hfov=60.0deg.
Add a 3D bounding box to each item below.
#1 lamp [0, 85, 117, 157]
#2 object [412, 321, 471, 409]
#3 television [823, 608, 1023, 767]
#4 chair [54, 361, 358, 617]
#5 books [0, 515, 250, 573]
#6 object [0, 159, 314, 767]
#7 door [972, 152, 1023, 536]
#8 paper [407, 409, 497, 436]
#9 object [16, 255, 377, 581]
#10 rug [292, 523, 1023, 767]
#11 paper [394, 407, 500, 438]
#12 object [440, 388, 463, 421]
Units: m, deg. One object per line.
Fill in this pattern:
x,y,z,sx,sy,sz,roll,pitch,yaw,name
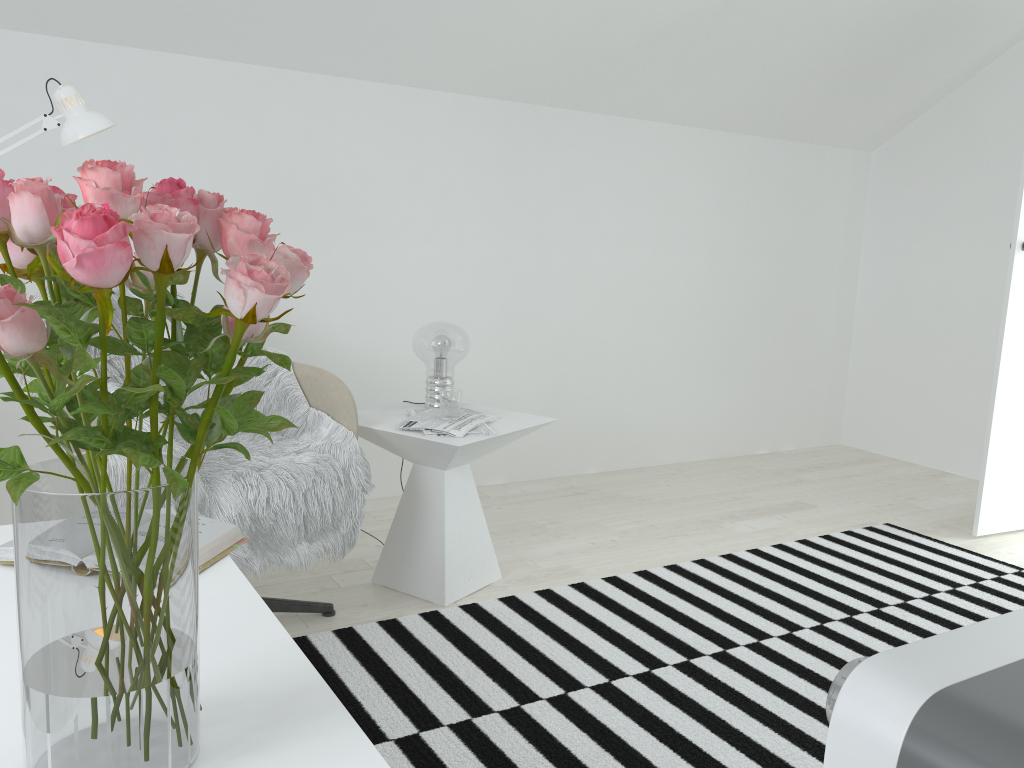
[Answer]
-1.213,-0.022,2.117,0.527,1.373,0.196,-2,10,-27,lamp
-0.227,-0.060,2.819,0.185,0.279,0.185,-4,11,-37,object
0.395,0.339,0.487,0.414,0.374,0.273,-3,11,-31,television
-0.879,0.171,2.380,0.776,0.941,0.719,9,11,33,chair
-0.652,0.261,1.484,0.342,0.040,0.231,4,9,10,books
-0.369,0.089,0.874,0.327,0.599,0.350,1,9,-11,object
2.602,-0.396,3.402,1.397,2.055,0.688,5,10,17,door
-0.183,0.110,2.608,0.205,0.015,0.312,0,10,-16,paper
-0.870,0.067,2.357,0.954,0.789,0.784,10,12,39,object
0.129,0.806,1.691,4.362,0.004,1.846,-3,11,-31,rug
-0.184,0.107,2.608,0.205,0.024,0.312,6,10,18,paper
-0.180,0.061,2.598,0.067,0.087,0.067,-3,11,-34,object
